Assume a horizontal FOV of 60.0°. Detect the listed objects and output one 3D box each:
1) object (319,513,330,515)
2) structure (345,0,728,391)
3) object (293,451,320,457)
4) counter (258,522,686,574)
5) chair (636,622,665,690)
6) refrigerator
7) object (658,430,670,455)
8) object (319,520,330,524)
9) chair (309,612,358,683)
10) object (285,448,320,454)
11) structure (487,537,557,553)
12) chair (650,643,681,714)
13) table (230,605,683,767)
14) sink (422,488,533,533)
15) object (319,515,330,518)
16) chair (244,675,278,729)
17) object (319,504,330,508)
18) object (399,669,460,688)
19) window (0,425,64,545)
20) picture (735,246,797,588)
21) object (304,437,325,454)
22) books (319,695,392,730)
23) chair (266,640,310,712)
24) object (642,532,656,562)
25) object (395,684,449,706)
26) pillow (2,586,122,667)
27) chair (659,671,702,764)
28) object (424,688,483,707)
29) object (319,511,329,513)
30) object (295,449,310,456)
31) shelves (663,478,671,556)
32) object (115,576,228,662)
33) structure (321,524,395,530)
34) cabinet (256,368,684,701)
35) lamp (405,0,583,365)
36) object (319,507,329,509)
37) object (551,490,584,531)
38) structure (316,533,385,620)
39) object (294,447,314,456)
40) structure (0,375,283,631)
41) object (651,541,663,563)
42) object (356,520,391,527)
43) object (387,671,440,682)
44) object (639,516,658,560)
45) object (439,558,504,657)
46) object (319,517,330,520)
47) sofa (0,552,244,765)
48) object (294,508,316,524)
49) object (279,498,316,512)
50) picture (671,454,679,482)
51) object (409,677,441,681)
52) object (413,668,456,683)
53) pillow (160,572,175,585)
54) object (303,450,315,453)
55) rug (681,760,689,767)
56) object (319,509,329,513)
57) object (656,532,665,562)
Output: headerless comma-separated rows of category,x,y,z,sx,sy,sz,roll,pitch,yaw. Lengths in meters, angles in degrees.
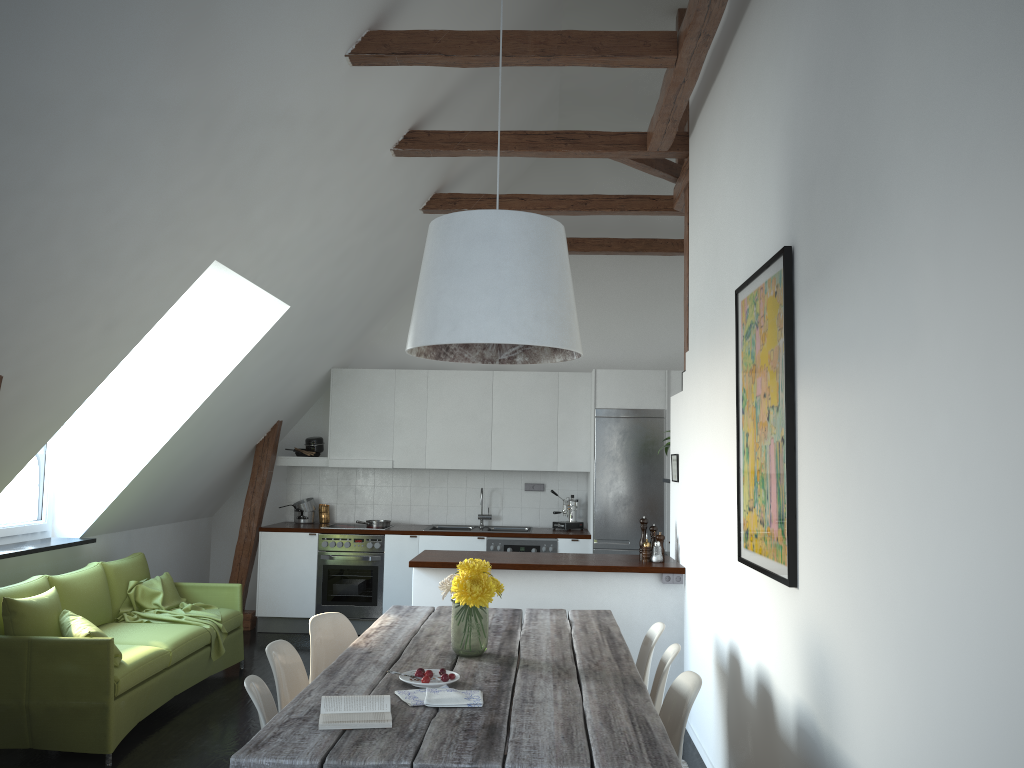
object,-1.787,1.245,8.433,0.099,0.043,0.100,2,-5,-10
structure,2.228,-2.162,0.368,10.230,3.562,15.910,0,-5,8
object,-1.925,0.660,8.353,0.243,0.056,0.350,2,-5,-9
counter,-0.578,1.238,6.950,3.365,0.038,3.085,1,-5,2
chair,0.426,1.501,4.068,0.542,0.801,0.465,1,-5,3
refrigerator,1.015,1.148,7.679,0.609,1.868,0.031,1,-5,2
object,1.297,0.438,6.358,0.493,0.486,0.506,-1,-5,22
object,-1.782,1.305,8.425,0.100,0.036,0.100,1,-5,-1
chair,-0.669,1.476,4.031,0.542,0.801,0.465,-2,-6,28
object,-1.995,0.647,8.394,0.357,0.075,0.244,4,-6,-27
structure,0.091,1.722,7.923,0.612,0.725,0.582,1,-5,2
chair,0.409,1.459,3.597,0.542,0.801,0.465,0,-5,8
table,-0.104,1.435,3.359,1.141,0.788,2.421,1,-5,2
sink,-0.294,1.217,8.127,0.963,0.519,0.671,1,-5,2
object,-1.785,1.266,8.429,0.099,0.051,0.099,2,-5,-12
chair,-0.621,1.381,2.935,0.542,0.801,0.465,2,-5,-12
object,-1.787,1.168,8.434,0.100,0.047,0.099,1,-5,-2
object,-0.277,0.996,2.987,0.205,0.024,0.205,2,-5,-6
window,-0.379,-1.358,2.227,5.959,4.249,8.018,1,-5,2
picture,0.976,0.139,3.462,0.036,1.181,0.808,1,-5,2
object,-1.876,0.581,8.421,0.190,0.166,0.200,5,-6,-35
books,-0.456,0.949,2.590,0.202,0.042,0.251,2,-5,-10
chair,-0.693,1.425,3.456,0.542,0.801,0.465,1,-5,3
object,0.871,1.037,5.660,0.080,0.192,0.058,2,-5,-14
object,-0.264,0.984,2.806,0.182,0.014,0.185,3,-6,-24
pillow,-2.333,1.298,4.719,0.600,0.387,0.475,1,-5,-1
chair,0.378,1.412,3.064,0.542,0.801,0.465,1,-5,-2
object,-0.181,0.983,2.787,0.182,0.016,0.179,1,-5,-3
object,-1.788,1.223,8.434,0.099,0.057,0.101,0,-5,14
object,-1.966,0.637,8.303,0.065,0.065,0.332,4,-6,-31
shelves,1.413,0.949,6.215,0.660,0.553,0.408,1,-5,2
object,-2.267,1.595,6.099,0.722,0.493,0.711,1,-5,-3
structure,-1.397,1.318,8.083,0.574,0.041,0.504,1,-5,2
cabinet,-0.142,0.968,6.983,4.208,2.369,3.033,1,-5,2
lamp,-0.018,-1.513,3.636,0.757,2.813,0.697,5,-6,-38
object,-1.788,1.188,8.433,0.100,0.036,0.100,-2,-6,30
object,0.489,1.168,8.244,0.353,0.370,0.206,6,-7,-41
structure,-1.400,1.710,8.063,0.583,0.725,0.749,1,-5,2
object,-1.953,0.631,8.312,0.061,0.077,0.331,5,-7,-39
structure,-2.837,0.685,1.978,1.023,1.963,12.350,1,-5,2
object,0.919,1.062,5.613,0.069,0.135,0.069,3,-5,-23
object,-1.288,1.277,8.165,0.351,0.061,0.232,3,-6,-24
object,-0.332,0.984,2.984,0.194,0.022,0.019,0,-5,18
object,0.886,1.000,5.747,0.123,0.283,0.061,1,-5,2
object,-0.157,0.867,3.462,0.233,0.365,0.293,4,-6,-27
object,-1.783,1.283,8.426,0.100,0.048,0.099,-1,-5,20
sofa,-2.410,1.558,5.471,0.898,0.825,2.093,1,-5,1
object,-1.940,1.235,8.334,0.200,0.154,0.348,3,-5,-18
object,-2.034,1.158,8.374,0.371,0.169,0.203,4,-6,-26
picture,1.069,0.550,5.804,0.023,0.182,0.250,1,-5,2
object,-0.294,0.991,2.986,0.110,0.011,0.058,1,-5,6
object,-0.264,0.985,2.998,0.132,0.034,0.144,4,-6,-26
pillow,-2.475,1.490,6.240,0.210,0.275,0.462,1,-5,0
object,-1.924,0.638,8.356,0.065,0.031,0.335,5,-7,-40
rug,-0.099,1.818,3.306,1.898,0.022,2.677,1,-5,2
object,-1.789,1.205,8.432,0.100,0.036,0.100,4,-6,-31
object,0.950,1.045,5.684,0.058,0.184,0.058,1,-5,-1
